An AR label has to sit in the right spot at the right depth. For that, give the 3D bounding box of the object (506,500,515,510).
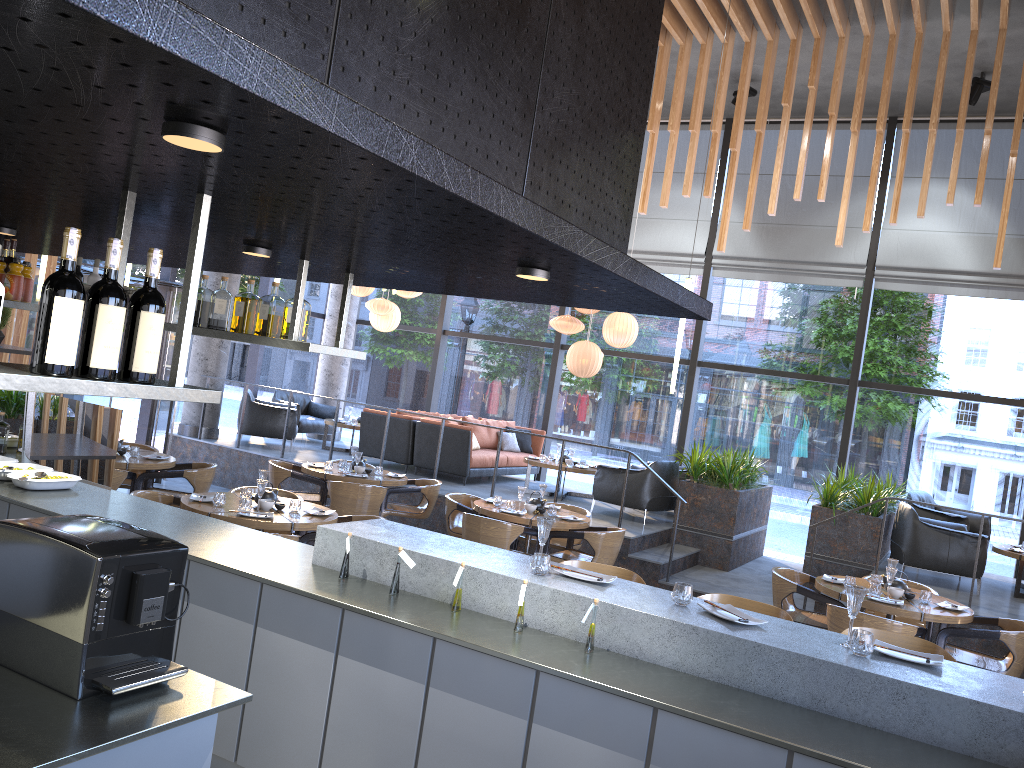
[{"bbox_3d":[-0.011,1.103,8.048,0.086,0.086,0.086,8,0,-37],"label":"object"}]

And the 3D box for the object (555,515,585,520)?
[{"bbox_3d":[0.508,1.211,8.008,0.294,0.025,0.170,8,0,-43],"label":"object"}]

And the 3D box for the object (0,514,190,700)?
[{"bbox_3d":[-1.213,0.622,2.560,0.562,0.400,0.322,8,0,28],"label":"object"}]

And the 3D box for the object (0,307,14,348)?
[{"bbox_3d":[-3.571,-0.441,6.156,0.196,0.367,0.186,8,0,-17],"label":"object"}]

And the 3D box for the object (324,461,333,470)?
[{"bbox_3d":[-1.855,0.828,8.979,0.086,0.086,0.086,8,0,-31],"label":"object"}]

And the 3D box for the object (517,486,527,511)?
[{"bbox_3d":[0.076,1.044,8.011,0.082,0.227,0.082,8,0,-3],"label":"object"}]

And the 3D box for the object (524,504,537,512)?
[{"bbox_3d":[0.167,1.140,8.128,0.116,0.065,0.116,8,0,-10],"label":"object"}]

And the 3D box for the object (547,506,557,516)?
[{"bbox_3d":[0.366,1.159,8.076,0.086,0.086,0.086,8,0,-15],"label":"object"}]

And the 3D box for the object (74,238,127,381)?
[{"bbox_3d":[-1.085,-0.200,2.365,0.101,0.378,0.100,8,0,22],"label":"object"}]

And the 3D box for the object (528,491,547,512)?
[{"bbox_3d":[0.231,1.092,8.262,0.163,0.179,0.168,8,0,-8],"label":"object"}]

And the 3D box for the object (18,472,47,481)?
[{"bbox_3d":[-2.654,0.509,4.897,0.048,0.026,0.252,8,0,5],"label":"object"}]

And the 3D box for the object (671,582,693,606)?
[{"bbox_3d":[0.696,0.859,3.621,0.086,0.086,0.086,8,0,3],"label":"object"}]

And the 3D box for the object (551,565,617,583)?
[{"bbox_3d":[0.294,0.831,3.871,0.294,0.025,0.170,8,0,26],"label":"object"}]

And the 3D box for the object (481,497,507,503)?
[{"bbox_3d":[-0.187,1.108,8.401,0.170,0.025,0.294,8,0,25],"label":"object"}]

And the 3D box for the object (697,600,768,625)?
[{"bbox_3d":[0.860,0.915,3.543,0.170,0.025,0.294,8,0,-25],"label":"object"}]

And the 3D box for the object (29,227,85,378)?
[{"bbox_3d":[-1.143,-0.209,2.253,0.101,0.378,0.100,8,0,21],"label":"object"}]

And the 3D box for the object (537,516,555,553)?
[{"bbox_3d":[0.133,0.704,3.910,0.082,0.227,0.082,8,0,-28],"label":"object"}]

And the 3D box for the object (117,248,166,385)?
[{"bbox_3d":[-1.024,-0.191,2.480,0.101,0.378,0.100,8,0,21],"label":"object"}]

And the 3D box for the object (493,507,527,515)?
[{"bbox_3d":[-0.034,1.131,7.897,0.294,0.025,0.170,8,0,25],"label":"object"}]

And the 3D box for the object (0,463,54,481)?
[{"bbox_3d":[-2.888,0.514,5.171,0.268,0.069,0.402,8,0,28],"label":"object"}]

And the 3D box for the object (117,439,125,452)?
[{"bbox_3d":[-3.578,0.524,7.950,0.168,0.179,0.163,8,0,-10],"label":"object"}]

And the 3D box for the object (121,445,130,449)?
[{"bbox_3d":[-3.722,0.581,8.275,0.294,0.025,0.170,8,0,-26],"label":"object"}]

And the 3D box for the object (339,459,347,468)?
[{"bbox_3d":[-1.787,0.838,9.380,0.086,0.086,0.086,8,0,-25],"label":"object"}]

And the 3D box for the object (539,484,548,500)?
[{"bbox_3d":[0.284,1.075,8.475,0.082,0.227,0.082,8,0,-29],"label":"object"}]

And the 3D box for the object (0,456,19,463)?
[{"bbox_3d":[-3.160,0.472,5.286,0.268,0.073,0.402,8,0,28],"label":"object"}]

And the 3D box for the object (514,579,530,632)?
[{"bbox_3d":[0.038,0.882,3.533,0.029,0.203,0.077,8,0,18],"label":"object"}]

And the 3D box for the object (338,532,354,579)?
[{"bbox_3d":[-0.739,0.766,3.950,0.040,0.203,0.100,8,0,-1],"label":"object"}]

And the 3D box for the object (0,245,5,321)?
[{"bbox_3d":[-1.301,-0.197,2.194,0.073,0.305,0.072,8,0,15],"label":"object"}]

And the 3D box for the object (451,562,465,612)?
[{"bbox_3d":[-0.217,0.844,3.702,0.057,0.203,0.038,8,0,-37],"label":"object"}]

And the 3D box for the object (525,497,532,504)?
[{"bbox_3d":[0.170,1.130,8.489,0.086,0.086,0.086,8,0,14],"label":"object"}]

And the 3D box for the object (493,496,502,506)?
[{"bbox_3d":[-0.132,1.085,8.220,0.086,0.086,0.086,8,0,-37],"label":"object"}]

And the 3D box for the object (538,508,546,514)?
[{"bbox_3d":[0.274,1.168,8.133,0.080,0.042,0.080,8,0,-38],"label":"object"}]

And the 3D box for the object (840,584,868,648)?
[{"bbox_3d":[1.282,0.875,3.340,0.082,0.227,0.082,8,0,-28],"label":"object"}]

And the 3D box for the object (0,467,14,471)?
[{"bbox_3d":[-2.871,0.486,5.032,0.053,0.028,0.252,8,0,-21],"label":"object"}]

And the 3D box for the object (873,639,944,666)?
[{"bbox_3d":[1.443,1.002,3.301,0.294,0.025,0.170,8,0,26],"label":"object"}]

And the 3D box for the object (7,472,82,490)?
[{"bbox_3d":[-2.645,0.548,5.018,0.268,0.074,0.402,8,0,28],"label":"object"}]

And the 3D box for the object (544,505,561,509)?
[{"bbox_3d":[0.320,1.183,8.599,0.294,0.025,0.170,8,0,13],"label":"object"}]

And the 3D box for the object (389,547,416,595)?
[{"bbox_3d":[-0.472,0.806,3.830,0.096,0.203,0.048,8,0,-17],"label":"object"}]

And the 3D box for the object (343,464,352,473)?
[{"bbox_3d":[-1.653,0.858,8.922,0.086,0.086,0.086,8,0,14],"label":"object"}]

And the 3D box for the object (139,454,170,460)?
[{"bbox_3d":[-3.208,0.658,7.935,0.170,0.025,0.294,8,0,8],"label":"object"}]

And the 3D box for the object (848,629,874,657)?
[{"bbox_3d":[1.273,0.945,3.231,0.086,0.086,0.086,8,0,28],"label":"object"}]

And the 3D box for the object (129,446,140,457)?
[{"bbox_3d":[-3.360,0.604,7.895,0.086,0.086,0.086,8,0,-13],"label":"object"}]

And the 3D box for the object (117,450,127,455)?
[{"bbox_3d":[-3.467,0.610,7.883,0.080,0.042,0.080,8,0,-10],"label":"object"}]

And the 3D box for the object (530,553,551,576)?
[{"bbox_3d":[0.124,0.774,3.801,0.086,0.086,0.086,8,0,28],"label":"object"}]

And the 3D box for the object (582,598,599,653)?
[{"bbox_3d":[0.300,0.921,3.389,0.076,0.203,0.042,8,0,-29],"label":"object"}]
